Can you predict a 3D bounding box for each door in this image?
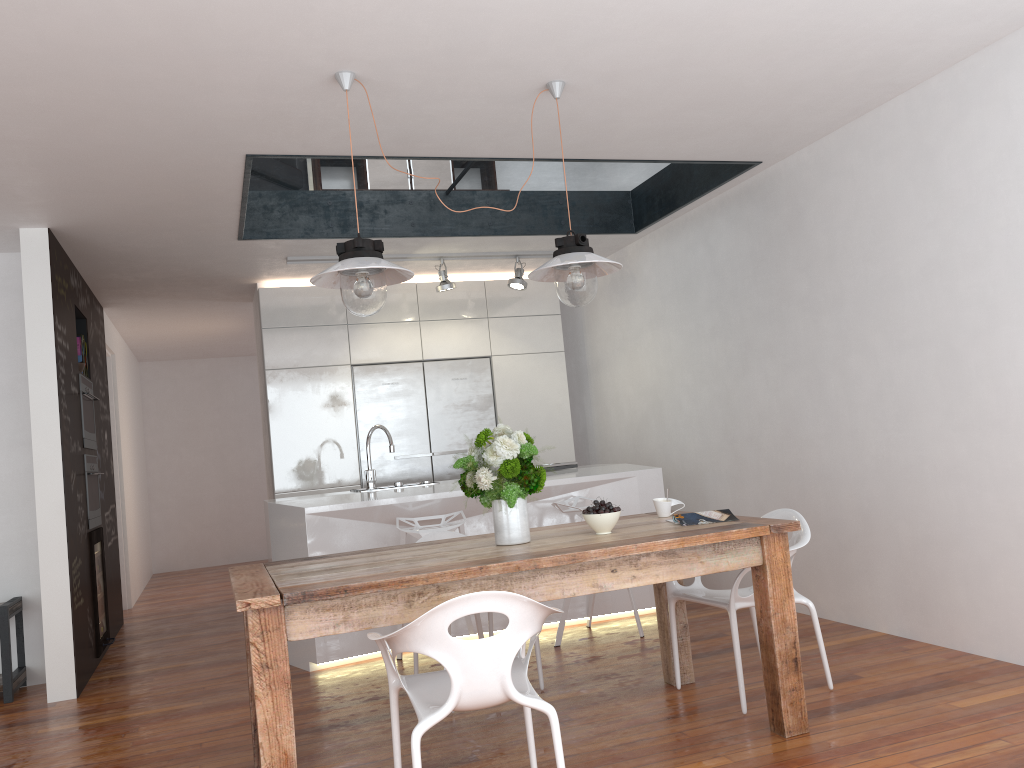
[{"bbox_3d":[-3.363,0.813,7.394,0.120,2.236,0.823,-4,-4,-19],"label":"door"}]

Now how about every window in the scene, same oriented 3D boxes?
[{"bbox_3d":[-0.181,-1.338,5.164,2.700,0.035,1.546,-4,-4,-19],"label":"window"}]

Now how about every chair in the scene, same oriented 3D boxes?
[{"bbox_3d":[-0.112,0.931,2.593,0.577,0.710,0.505,-5,-4,-14],"label":"chair"},{"bbox_3d":[0.977,0.900,3.666,0.505,0.710,0.577,-4,-4,-24],"label":"chair"},{"bbox_3d":[-0.205,1.042,4.065,0.577,0.710,0.505,-3,-4,-29],"label":"chair"},{"bbox_3d":[-0.392,1.079,4.678,0.492,0.765,0.428,-5,-4,-9],"label":"chair"},{"bbox_3d":[0.482,1.009,4.903,0.428,0.765,0.492,-7,-4,26],"label":"chair"}]

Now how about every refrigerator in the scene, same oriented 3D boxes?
[{"bbox_3d":[-0.614,0.721,6.905,1.119,1.811,0.142,-4,-4,-19],"label":"refrigerator"}]

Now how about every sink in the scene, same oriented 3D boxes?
[{"bbox_3d":[-0.755,0.536,5.596,0.492,0.570,0.459,-4,-4,-19],"label":"sink"}]

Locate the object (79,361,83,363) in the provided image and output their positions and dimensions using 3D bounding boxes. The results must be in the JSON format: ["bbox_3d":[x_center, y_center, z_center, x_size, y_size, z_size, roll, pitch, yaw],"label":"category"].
[{"bbox_3d":[-2.811,-0.129,5.711,0.077,0.042,0.116,-5,-4,-6],"label":"object"}]

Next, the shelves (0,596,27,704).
[{"bbox_3d":[-4.363,1.569,4.331,3.473,0.506,0.414,-4,-4,-19],"label":"shelves"}]

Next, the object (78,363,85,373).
[{"bbox_3d":[-2.816,-0.094,5.705,0.132,0.069,0.132,-7,-4,14],"label":"object"}]

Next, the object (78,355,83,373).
[{"bbox_3d":[-2.900,-0.111,5.830,0.136,0.136,0.110,-4,-4,-26],"label":"object"}]

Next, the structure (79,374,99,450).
[{"bbox_3d":[-2.740,0.191,5.781,0.052,0.462,0.585,-4,-4,-19],"label":"structure"}]

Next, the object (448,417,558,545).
[{"bbox_3d":[-0.047,0.355,3.311,0.371,0.476,0.432,-7,-4,23],"label":"object"}]

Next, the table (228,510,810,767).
[{"bbox_3d":[-0.002,0.956,3.239,1.910,0.735,0.969,-4,-4,-19],"label":"table"}]

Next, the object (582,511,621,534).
[{"bbox_3d":[0.339,0.519,3.314,0.146,0.079,0.146,-5,-4,-10],"label":"object"}]

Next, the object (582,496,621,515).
[{"bbox_3d":[0.334,0.469,3.318,0.159,0.095,0.141,-3,-5,-33],"label":"object"}]

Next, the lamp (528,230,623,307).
[{"bbox_3d":[0.245,-0.452,3.472,0.372,0.306,0.372,-8,-5,33],"label":"lamp"}]

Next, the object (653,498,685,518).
[{"bbox_3d":[0.657,0.517,3.729,0.127,0.078,0.082,-5,-4,-14],"label":"object"}]

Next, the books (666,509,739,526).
[{"bbox_3d":[0.733,0.512,3.441,0.218,0.035,0.267,-5,-4,-4],"label":"books"}]

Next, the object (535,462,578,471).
[{"bbox_3d":[0.225,0.553,5.877,0.298,0.036,0.325,-3,-4,-29],"label":"object"}]

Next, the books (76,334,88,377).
[{"bbox_3d":[-2.991,-0.177,5.959,0.230,0.303,0.152,-4,-4,-19],"label":"books"}]

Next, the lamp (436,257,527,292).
[{"bbox_3d":[-0.521,-0.772,6.361,1.324,0.254,0.154,-4,-4,-19],"label":"lamp"}]

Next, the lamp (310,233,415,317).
[{"bbox_3d":[-0.540,-0.395,3.203,0.372,0.306,0.372,-4,-4,-25],"label":"lamp"}]

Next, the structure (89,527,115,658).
[{"bbox_3d":[-2.623,1.317,5.705,0.081,0.763,0.582,-4,-4,-19],"label":"structure"}]

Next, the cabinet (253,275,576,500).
[{"bbox_3d":[-0.791,0.426,7.359,2.404,2.506,0.946,-4,-4,-19],"label":"cabinet"}]

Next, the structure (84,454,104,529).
[{"bbox_3d":[-2.692,0.690,5.746,0.052,0.462,0.585,-4,-4,-19],"label":"structure"}]

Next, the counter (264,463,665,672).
[{"bbox_3d":[-0.281,1.050,5.439,2.289,0.903,0.956,-4,-4,-19],"label":"counter"}]
